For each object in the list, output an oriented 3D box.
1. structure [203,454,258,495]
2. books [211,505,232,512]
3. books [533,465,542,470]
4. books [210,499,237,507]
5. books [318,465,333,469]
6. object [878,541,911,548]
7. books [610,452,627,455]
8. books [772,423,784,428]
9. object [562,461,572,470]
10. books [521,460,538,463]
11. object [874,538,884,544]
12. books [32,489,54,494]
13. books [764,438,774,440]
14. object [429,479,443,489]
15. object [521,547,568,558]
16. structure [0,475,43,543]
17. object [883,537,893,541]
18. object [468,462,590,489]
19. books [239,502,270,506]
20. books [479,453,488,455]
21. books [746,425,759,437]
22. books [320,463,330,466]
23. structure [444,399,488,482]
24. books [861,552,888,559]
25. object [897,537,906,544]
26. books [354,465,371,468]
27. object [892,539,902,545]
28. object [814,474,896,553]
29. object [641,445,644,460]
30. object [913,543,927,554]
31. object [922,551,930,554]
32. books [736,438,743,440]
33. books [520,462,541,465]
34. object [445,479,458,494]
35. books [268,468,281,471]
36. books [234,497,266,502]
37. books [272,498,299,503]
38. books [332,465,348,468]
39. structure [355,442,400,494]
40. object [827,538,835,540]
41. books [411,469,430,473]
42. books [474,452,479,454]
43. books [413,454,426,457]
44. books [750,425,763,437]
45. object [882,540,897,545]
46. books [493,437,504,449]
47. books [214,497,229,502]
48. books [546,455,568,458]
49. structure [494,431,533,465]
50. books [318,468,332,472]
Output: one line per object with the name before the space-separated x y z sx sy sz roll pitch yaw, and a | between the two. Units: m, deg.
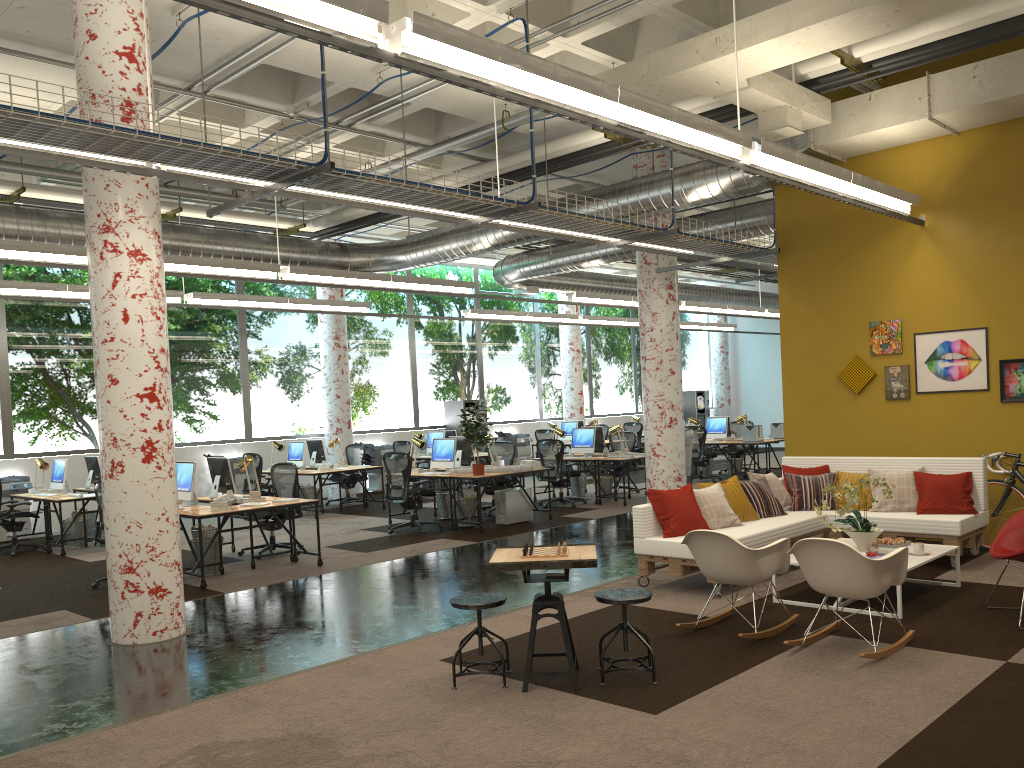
structure | -4.933 1.745 15.865 0.503 1.059 1.056 -2 1 44
books | -2.966 1.259 9.031 0.200 0.050 0.272 -2 -1 -18
books | 0.254 1.157 12.326 0.272 0.050 0.200 -4 -2 42
books | -2.950 1.212 9.050 0.193 0.044 0.257 -3 -1 2
books | -3.031 1.345 14.416 0.193 0.044 0.257 -3 -1 2
object | 3.138 1.326 7.357 0.267 0.026 0.267 -4 -2 44
books | 1.829 1.167 14.898 0.309 0.038 0.225 -4 -2 44
books | 5.237 0.922 17.433 0.234 0.311 0.068 -2 1 44
object | 1.270 1.868 20.890 0.359 0.435 0.352 -2 1 41
books | 0.244 1.080 12.340 0.185 0.030 0.152 -4 -2 42
object | 3.043 1.313 7.375 0.135 0.061 0.072 -2 0 -26
books | -6.699 1.536 12.662 0.309 0.038 0.225 -4 -2 44
books | 4.991 1.075 17.226 0.200 0.024 0.235 -3 -1 18
object | -1.507 1.937 18.039 0.353 0.435 0.368 -3 0 -10
object | 0.197 1.002 5.259 0.273 0.012 0.273 -3 -1 4
structure | -7.568 1.810 13.157 0.503 1.059 1.056 -2 1 44
object | 3.154 1.311 7.425 0.064 0.055 0.121 -3 -1 -24
object | 0.391 1.868 19.023 3.405 0.437 0.366 -2 0 -36
books | -2.721 1.272 9.365 0.243 0.019 0.205 -3 -1 22
books | -0.509 1.343 17.027 0.200 0.024 0.235 -3 -1 18
books | 4.533 0.940 16.709 0.234 0.311 0.068 -2 1 44
books | -3.048 1.314 14.412 0.152 0.030 0.185 -2 -1 -18
structure | -0.996 1.270 19.921 0.638 1.813 0.749 -2 2 44
books | 2.668 1.323 6.693 0.334 0.048 0.279 -4 -2 35
object | 3.236 1.304 7.365 0.072 0.062 0.136 -3 -1 1
books | -2.532 1.394 14.949 0.200 0.024 0.235 -3 -1 18
object | 3.164 1.307 7.292 0.064 0.055 0.121 -3 -1 -24
object | 2.785 1.042 7.089 0.787 0.616 0.418 -3 1 -33
object | 3.532 1.812 23.215 0.359 0.435 0.352 -2 1 41
object | 3.170 1.279 6.895 0.086 0.085 0.079 -3 0 -17
object | 3.217 1.305 6.861 0.132 0.011 0.028 -2 -1 -29
books | 4.671 1.093 17.677 0.309 0.038 0.225 -4 -2 44
books | 0.256 1.111 12.351 0.192 0.044 0.257 -2 -1 -28
object | -1.160 1.897 17.078 0.359 0.435 0.352 -2 1 41
books | -4.064 1.471 15.371 0.309 0.038 0.225 -4 -2 44
books | -2.924 1.282 9.876 0.309 0.038 0.225 -4 -2 44
books | -2.450 1.260 9.583 0.200 0.024 0.235 -3 -1 18
books | -3.005 1.415 15.242 0.309 0.038 0.225 -4 -2 44
structure | -2.680 1.689 18.185 0.503 1.059 1.056 -2 1 44
object | 2.623 1.318 7.299 0.160 0.090 0.160 -3 -1 -21
books | -1.364 1.252 12.737 0.309 0.038 0.225 -4 -2 44
books | -0.829 1.361 17.478 0.309 0.038 0.225 -4 -2 44
books | -1.888 1.417 17.607 0.309 0.038 0.225 -4 -2 44
books | 4.636 0.937 16.815 0.234 0.311 0.068 -2 1 44
object | 3.090 1.309 7.281 0.069 0.060 0.131 -3 -1 -24
books | -0.263 1.191 17.234 0.234 0.311 0.068 -2 1 44
books | -2.967 1.181 9.046 0.152 0.030 0.185 -2 -1 -18
books | 0.770 1.223 15.026 0.309 0.038 0.225 -4 -2 44
structure | 0.096 1.620 21.037 0.503 1.059 1.056 -2 1 44
books | -3.047 1.393 14.397 0.200 0.050 0.272 -2 -1 -18
